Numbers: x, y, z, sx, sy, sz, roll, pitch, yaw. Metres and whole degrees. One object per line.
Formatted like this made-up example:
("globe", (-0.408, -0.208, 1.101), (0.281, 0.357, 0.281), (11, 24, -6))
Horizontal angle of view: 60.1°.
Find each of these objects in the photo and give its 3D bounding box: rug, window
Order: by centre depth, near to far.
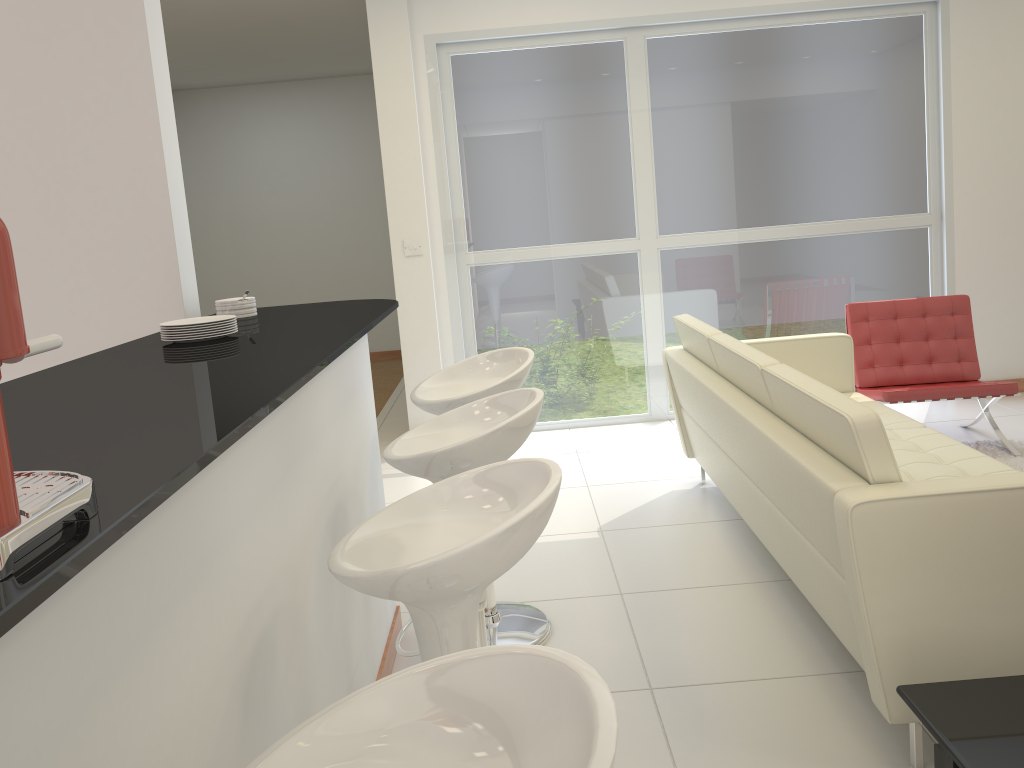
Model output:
("rug", (2.524, 0.644, 3.386), (2.442, 0.004, 3.357), (-5, 11, 2))
("window", (1.246, -1.099, 5.989), (3.432, 2.694, 0.122), (-5, 7, 0))

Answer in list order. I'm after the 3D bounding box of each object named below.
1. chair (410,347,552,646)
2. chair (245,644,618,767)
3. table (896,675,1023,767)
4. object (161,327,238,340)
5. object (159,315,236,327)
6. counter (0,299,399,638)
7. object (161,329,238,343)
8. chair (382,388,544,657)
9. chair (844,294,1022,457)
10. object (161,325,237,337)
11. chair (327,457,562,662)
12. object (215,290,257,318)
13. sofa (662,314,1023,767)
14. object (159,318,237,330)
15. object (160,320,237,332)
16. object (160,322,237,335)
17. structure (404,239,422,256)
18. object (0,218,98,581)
("chair", (-0.113, 0.406, 3.146), (0.465, 1.013, 0.460), (-7, 8, -14))
("chair", (-0.090, 0.823, 0.906), (0.464, 1.013, 0.461), (-3, 8, 11))
("table", (1.298, 0.877, 1.582), (0.916, 0.419, 0.707), (-5, 10, 0))
("object", (-0.897, -0.142, 2.545), (0.211, 0.015, 0.211), (5, 15, 43))
("object", (-0.900, -0.177, 2.541), (0.211, 0.015, 0.211), (5, 15, 43))
("counter", (-0.771, -0.042, 2.068), (0.735, 0.019, 2.991), (-5, 11, 0))
("object", (-0.896, -0.136, 2.546), (0.211, 0.015, 0.211), (5, 15, 43))
("chair", (-0.103, 0.541, 2.418), (0.464, 1.013, 0.461), (-3, 8, 11))
("chair", (2.343, -0.053, 5.011), (0.699, 0.810, 0.713), (-4, 9, 5))
("object", (-0.897, -0.149, 2.544), (0.211, 0.015, 0.211), (5, 15, 43))
("chair", (-0.097, 0.676, 1.693), (0.464, 1.013, 0.461), (-3, 8, 11))
("object", (-0.994, -0.288, 3.173), (0.140, 0.097, 0.174), (-6, 10, -7))
("sofa", (1.312, 0.273, 3.424), (1.000, 0.915, 2.587), (-5, 10, 0))
("object", (-0.899, -0.170, 2.542), (0.211, 0.015, 0.211), (5, 15, 43))
("object", (-0.898, -0.163, 2.543), (0.211, 0.015, 0.211), (5, 15, 43))
("object", (-0.898, -0.156, 2.543), (0.211, 0.015, 0.211), (5, 15, 43))
("structure", (-0.653, -0.900, 5.836), (0.114, 0.104, 0.013), (-5, 7, 0))
("object", (-0.604, -0.014, 0.883), (0.321, 0.334, 0.323), (-5, 9, 0))
